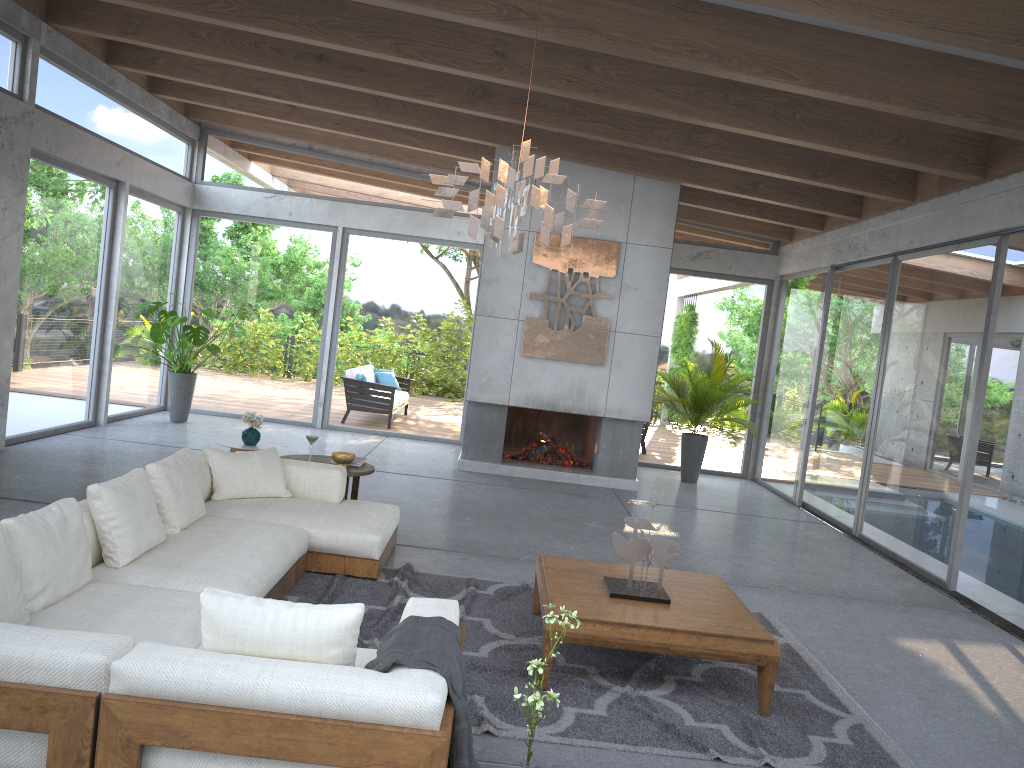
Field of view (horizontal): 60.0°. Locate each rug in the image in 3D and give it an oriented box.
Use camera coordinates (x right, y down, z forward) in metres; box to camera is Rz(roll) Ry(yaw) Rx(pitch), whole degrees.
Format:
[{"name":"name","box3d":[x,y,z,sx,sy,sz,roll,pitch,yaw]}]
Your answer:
[{"name":"rug","box3d":[0.069,1.292,4.510,3.186,0.056,2.187,7,3,0]}]

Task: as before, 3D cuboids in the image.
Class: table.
[{"name":"table","box3d":[-1.406,0.805,6.575,0.725,0.441,0.725,4,4,-39]},{"name":"table","box3d":[0.645,1.218,4.453,1.048,0.352,1.112,7,3,-1]}]

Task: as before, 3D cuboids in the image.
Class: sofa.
[{"name":"sofa","box3d":[-1.174,0.873,4.329,1.965,0.777,3.733,7,3,-1]}]

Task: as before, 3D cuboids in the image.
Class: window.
[{"name":"window","box3d":[0.748,-0.456,4.070,14.294,3.764,23.280,7,3,-1]}]

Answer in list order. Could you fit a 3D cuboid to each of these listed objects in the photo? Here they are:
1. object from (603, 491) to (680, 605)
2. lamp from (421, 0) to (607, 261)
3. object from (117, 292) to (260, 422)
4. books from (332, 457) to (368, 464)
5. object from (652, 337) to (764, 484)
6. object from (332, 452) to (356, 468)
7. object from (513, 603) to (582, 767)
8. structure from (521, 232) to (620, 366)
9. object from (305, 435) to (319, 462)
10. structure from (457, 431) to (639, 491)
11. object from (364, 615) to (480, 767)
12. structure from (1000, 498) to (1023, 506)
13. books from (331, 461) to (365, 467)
[{"name":"object","box3d":[0.671,0.783,4.451,0.346,0.518,0.379,7,3,-1]},{"name":"lamp","box3d":[-0.033,-1.295,4.203,0.636,1.400,0.862,4,4,-44]},{"name":"object","box3d":[-4.019,-0.325,10.871,1.416,1.540,1.731,8,3,18]},{"name":"books","box3d":[-1.230,0.573,6.736,0.205,0.012,0.290,7,3,4]},{"name":"object","box3d":[2.313,0.311,10.939,1.484,1.819,1.798,7,3,6]},{"name":"object","box3d":[-1.238,0.558,6.495,0.173,0.097,0.173,6,3,-21]},{"name":"object","box3d":[0.056,0.976,2.500,0.171,0.750,0.238,8,3,20]},{"name":"structure","box3d":[0.633,-0.921,9.635,0.919,1.351,0.041,7,3,-1]},{"name":"object","box3d":[-1.447,0.481,6.378,0.099,0.212,0.099,9,4,30]},{"name":"structure","box3d":[0.419,0.714,10.852,2.012,0.595,2.203,7,3,-1]},{"name":"object","box3d":[-0.438,1.154,2.900,0.857,0.704,0.472,7,3,-4]},{"name":"structure","box3d":[7.422,2.107,6.366,0.477,0.068,13.673,7,3,-1]},{"name":"books","box3d":[-1.239,0.585,6.738,0.220,0.015,0.303,7,3,-1]}]
